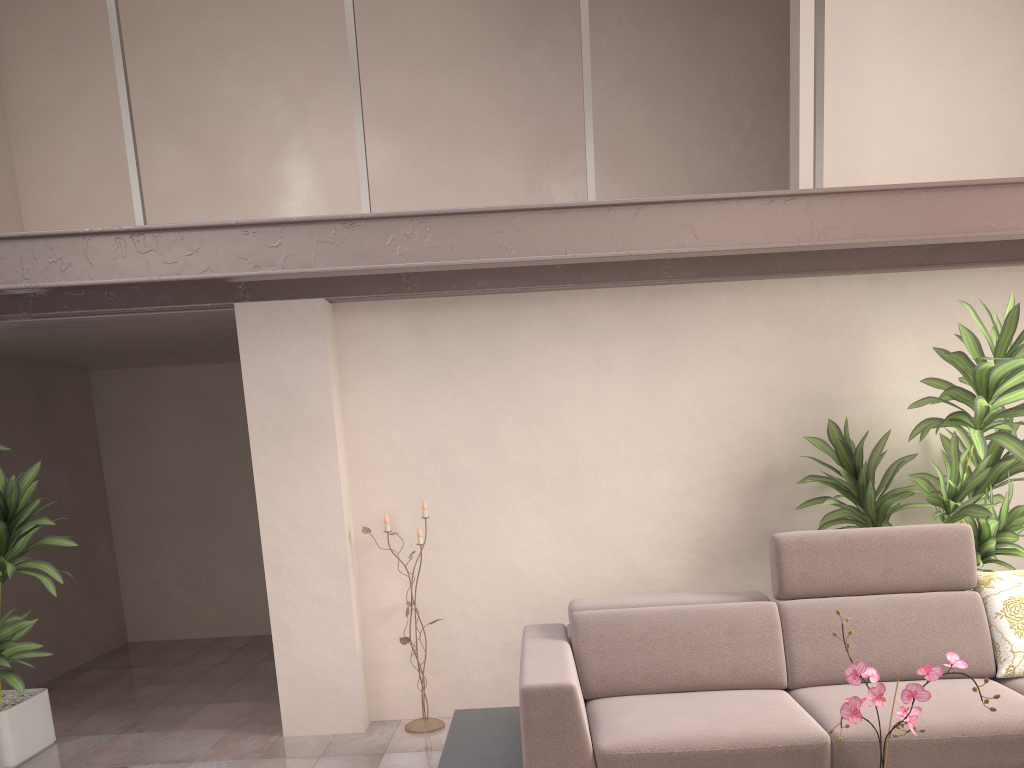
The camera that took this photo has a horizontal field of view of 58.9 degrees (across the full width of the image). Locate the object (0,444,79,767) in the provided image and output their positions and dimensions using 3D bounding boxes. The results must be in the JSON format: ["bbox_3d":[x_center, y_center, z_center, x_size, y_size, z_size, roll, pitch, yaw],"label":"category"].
[{"bbox_3d":[-2.549,0.841,4.142,1.070,1.943,0.938,-1,9,19],"label":"object"}]

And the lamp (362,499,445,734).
[{"bbox_3d":[-0.508,1.121,4.366,0.330,1.172,0.230,3,12,33],"label":"lamp"}]

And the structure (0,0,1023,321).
[{"bbox_3d":[0.367,-0.123,2.431,7.141,3.348,3.699,-3,3,1],"label":"structure"}]

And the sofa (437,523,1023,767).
[{"bbox_3d":[1.259,1.011,2.827,3.130,0.978,2.124,-3,-1,1],"label":"sofa"}]

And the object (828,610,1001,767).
[{"bbox_3d":[0.838,0.808,2.015,0.298,0.619,0.357,-4,7,-5],"label":"object"}]
